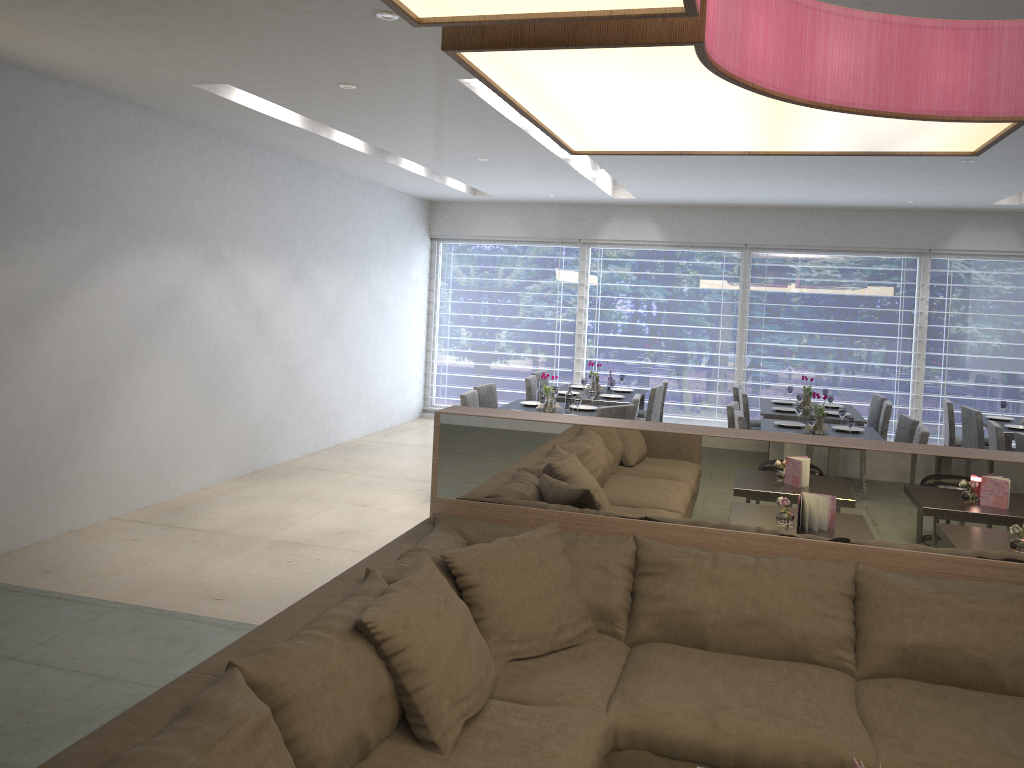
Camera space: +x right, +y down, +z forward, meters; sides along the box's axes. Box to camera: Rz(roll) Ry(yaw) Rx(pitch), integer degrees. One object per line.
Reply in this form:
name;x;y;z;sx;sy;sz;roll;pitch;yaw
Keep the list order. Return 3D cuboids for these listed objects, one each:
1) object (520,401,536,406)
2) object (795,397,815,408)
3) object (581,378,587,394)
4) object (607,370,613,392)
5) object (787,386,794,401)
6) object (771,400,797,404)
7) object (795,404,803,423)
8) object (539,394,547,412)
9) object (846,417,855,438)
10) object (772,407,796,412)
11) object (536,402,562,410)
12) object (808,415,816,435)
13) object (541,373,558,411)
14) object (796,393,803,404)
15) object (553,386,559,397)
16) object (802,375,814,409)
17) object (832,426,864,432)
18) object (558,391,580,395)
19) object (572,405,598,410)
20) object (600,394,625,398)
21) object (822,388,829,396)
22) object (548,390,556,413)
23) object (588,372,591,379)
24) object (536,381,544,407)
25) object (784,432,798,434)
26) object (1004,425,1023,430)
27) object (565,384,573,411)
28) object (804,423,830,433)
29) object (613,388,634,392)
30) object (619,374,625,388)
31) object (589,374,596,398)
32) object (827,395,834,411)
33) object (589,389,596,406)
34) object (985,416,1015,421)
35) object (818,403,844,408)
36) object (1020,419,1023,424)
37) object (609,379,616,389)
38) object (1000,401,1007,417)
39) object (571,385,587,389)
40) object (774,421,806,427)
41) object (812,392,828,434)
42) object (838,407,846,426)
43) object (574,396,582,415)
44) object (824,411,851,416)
object;0.167;0.152;6.721;0.217;0.015;0.218;2;6;-4
object;2.468;0.148;7.431;0.203;0.100;0.070;1;3;-15
object;0.624;0.017;7.677;0.053;0.139;0.053;2;2;-27
object;0.880;-0.027;7.939;0.052;0.200;0.052;2;2;-20
object;2.460;0.090;7.815;0.053;0.139;0.053;2;2;-27
object;2.362;0.160;7.687;0.217;0.015;0.217;4;6;15
object;2.063;0.216;6.355;0.053;0.139;0.053;2;2;-27
object;0.216;0.143;6.219;0.053;0.139;0.053;2;2;-27
object;2.189;0.285;5.721;0.053;0.139;0.053;2;2;-27
object;2.205;0.208;7.123;0.217;0.015;0.217;4;6;15
object;0.273;0.140;6.466;0.203;0.100;0.070;1;3;-15
object;1.945;0.272;5.739;0.053;0.139;0.053;2;2;-27
object;0.265;0.058;6.401;0.104;0.276;0.155;3;2;13
object;2.342;0.145;7.199;0.053;0.139;0.053;2;2;-27
object;0.334;0.087;6.836;0.053;0.139;0.053;2;2;-27
object;2.459;0.066;7.366;0.104;0.276;0.155;3;2;13
object;2.326;0.314;6.121;0.217;0.015;0.217;4;6;15
object;0.478;0.079;7.603;0.216;0.015;0.218;2;6;-7
object;0.538;0.180;6.618;0.217;0.015;0.218;2;6;-4
object;0.849;0.107;7.500;0.216;0.015;0.218;2;6;-7
object;2.741;0.111;7.737;0.053;0.139;0.053;2;2;-33
object;0.268;0.144;5.933;0.052;0.200;0.052;2;2;-32
object;0.742;-0.039;8.293;0.053;0.139;0.053;2;2;-27
object;0.210;0.078;6.562;0.052;0.200;0.052;2;2;-32
object;1.798;0.335;5.660;0.217;0.015;0.217;4;6;15
object;3.834;0.331;6.670;0.217;0.015;0.217;4;6;15
object;0.417;0.097;6.470;0.052;0.200;0.052;2;2;-32
object;2.061;0.274;5.969;0.203;0.100;0.070;1;3;-15
object;1.006;0.058;8.063;0.216;0.015;0.218;2;6;-7
object;1.023;-0.018;8.215;0.053;0.139;0.053;2;2;-27
object;0.675;0.018;7.394;0.052;0.200;0.052;2;2;-20
object;2.586;0.159;7.181;0.053;0.139;0.053;2;2;-33
object;0.615;0.108;6.758;0.053;0.139;0.053;2;2;-27
object;3.991;0.282;7.234;0.217;0.015;0.217;4;6;15
object;2.733;0.188;7.583;0.217;0.015;0.217;4;6;15
object;4.097;0.270;6.979;0.203;0.100;0.070;1;3;-15
object;0.868;0.030;7.659;0.053;0.139;0.053;2;2;-27
object;4.092;0.212;7.362;0.053;0.139;0.053;2;2;-33
object;0.635;0.030;8.167;0.216;0.015;0.218;2;6;-7
object;1.955;0.286;6.224;0.217;0.015;0.217;4;6;15
object;2.052;0.192;5.904;0.104;0.276;0.155;3;2;13
object;2.344;0.237;6.277;0.053;0.139;0.053;2;2;-27
object;0.460;0.156;6.201;0.053;0.139;0.053;2;2;-27
object;2.576;0.236;7.020;0.217;0.015;0.217;4;6;15
